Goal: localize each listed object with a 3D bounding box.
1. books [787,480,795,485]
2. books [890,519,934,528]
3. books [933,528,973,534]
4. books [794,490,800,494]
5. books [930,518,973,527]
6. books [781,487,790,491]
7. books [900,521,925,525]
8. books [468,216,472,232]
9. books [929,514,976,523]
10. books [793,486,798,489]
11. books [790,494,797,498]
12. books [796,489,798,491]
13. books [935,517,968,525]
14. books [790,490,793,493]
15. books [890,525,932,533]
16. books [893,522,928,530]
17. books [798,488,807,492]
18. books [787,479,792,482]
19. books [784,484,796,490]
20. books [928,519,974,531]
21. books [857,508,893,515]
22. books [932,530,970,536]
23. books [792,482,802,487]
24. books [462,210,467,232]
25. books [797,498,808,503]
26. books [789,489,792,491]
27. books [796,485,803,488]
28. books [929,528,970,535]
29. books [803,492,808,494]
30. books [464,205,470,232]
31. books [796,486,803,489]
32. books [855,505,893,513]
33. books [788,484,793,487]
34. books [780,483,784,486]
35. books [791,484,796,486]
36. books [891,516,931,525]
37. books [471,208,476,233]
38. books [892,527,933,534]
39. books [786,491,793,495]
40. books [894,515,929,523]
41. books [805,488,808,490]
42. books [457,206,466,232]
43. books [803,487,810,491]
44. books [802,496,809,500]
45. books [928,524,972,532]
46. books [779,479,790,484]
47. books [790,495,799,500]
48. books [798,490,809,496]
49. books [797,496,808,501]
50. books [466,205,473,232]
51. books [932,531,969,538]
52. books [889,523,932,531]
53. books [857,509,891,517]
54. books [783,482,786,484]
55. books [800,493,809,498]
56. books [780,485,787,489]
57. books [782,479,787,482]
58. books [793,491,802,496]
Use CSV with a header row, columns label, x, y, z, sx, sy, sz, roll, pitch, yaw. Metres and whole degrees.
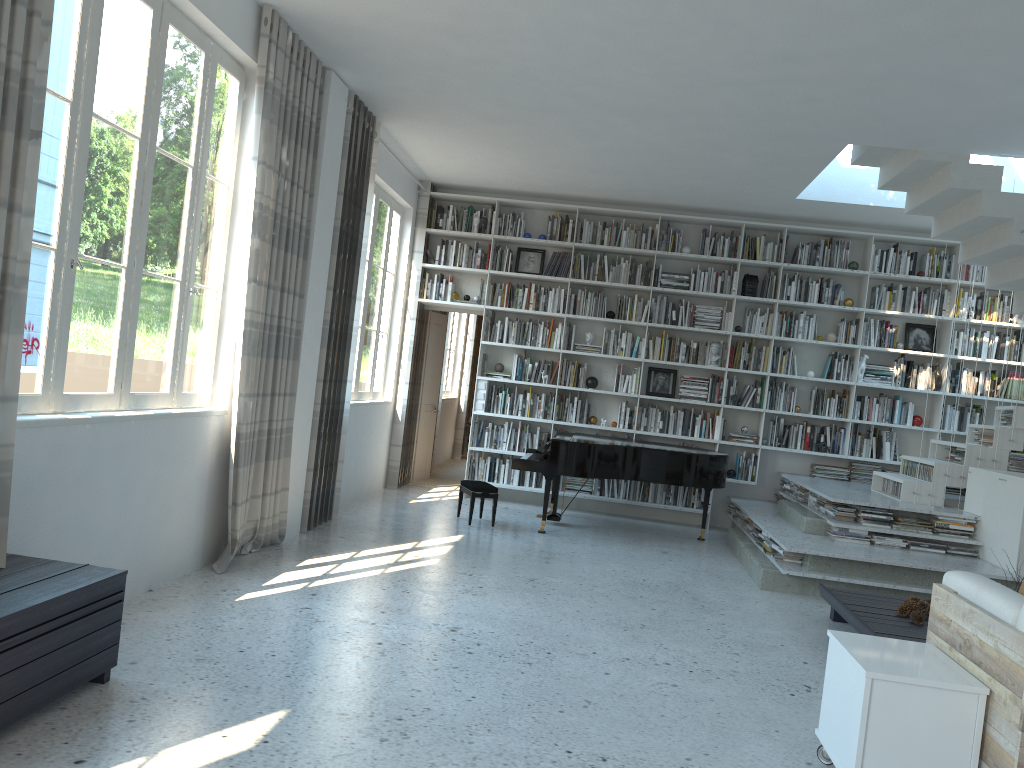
label,x,y,z,sx,sy,sz,roll,pitch,yaw
books,2.815,0.979,8.703,0.163,0.018,0.289,7,0,5
books,3.117,1.091,6.930,0.273,0.014,0.187,7,0,1
books,3.411,1.133,6.901,0.281,0.008,0.181,7,0,11
books,2.780,1.033,8.401,0.154,0.018,0.221,7,0,5
books,3.418,1.079,6.903,0.261,0.012,0.179,7,0,10
books,2.835,1.070,8.994,0.163,0.017,0.232,7,0,8
books,3.121,1.079,6.952,0.179,0.010,0.160,7,0,8
books,-0.433,-1.665,9.390,0.024,0.187,0.159,7,1,6
books,3.422,1.043,6.899,0.285,0.013,0.181,7,0,1
books,2.778,0.994,8.401,0.167,0.008,0.234,7,0,5
books,2.756,1.069,8.404,0.190,0.012,0.235,7,0,4
books,2.786,1.018,8.401,0.150,0.013,0.215,7,0,6
books,3.421,1.062,6.910,0.192,0.024,0.167,7,0,11
books,2.819,1.065,8.704,0.131,0.021,0.240,7,0,8
books,3.114,1.130,6.941,0.287,0.005,0.165,7,0,11
books,3.117,1.105,6.945,0.214,0.015,0.177,7,0,7
books,2.737,0.983,8.117,0.187,0.009,0.261,7,0,5
books,2.808,0.952,8.704,0.171,0.020,0.193,7,0,1
books,2.793,1.019,8.706,0.189,0.030,0.237,7,0,3
books,3.416,1.100,6.912,0.284,0.030,0.177,7,0,7
books,2.850,0.997,6.977,0.228,0.009,0.159,7,0,2
books,3.411,1.157,6.921,0.259,0.009,0.152,7,0,3
books,2.775,0.959,8.402,0.165,0.015,0.243,7,0,1
books,-0.496,-1.708,9.411,0.030,0.257,0.130,7,1,6
books,2.723,1.070,8.119,0.182,0.011,0.253,7,0,10
books,2.808,1.049,8.705,0.152,0.009,0.259,7,0,3
books,2.786,0.974,8.400,0.149,0.013,0.220,7,0,9
books,3.413,1.145,6.926,0.262,0.016,0.132,7,0,1
books,2.743,0.994,8.116,0.161,0.012,0.254,7,0,10
books,-0.473,-1.728,9.394,0.014,0.304,0.145,7,1,6
books,2.784,0.985,8.401,0.160,0.010,0.179,7,0,6
books,2.853,0.985,6.997,0.261,0.016,0.128,7,0,5
books,2.806,1.003,8.704,0.171,0.007,0.206,7,0,8
books,2.834,1.038,8.994,0.179,0.012,0.261,7,0,6
books,2.814,0.994,8.704,0.143,0.012,0.264,7,0,11
books,3.122,1.067,6.946,0.245,0.013,0.172,7,0,5
books,-0.409,-1.706,9.394,0.013,0.275,0.158,7,1,6
books,3.113,1.136,6.941,0.291,0.007,0.174,7,0,9
books,2.798,1.082,8.706,0.173,0.017,0.233,7,0,5
books,3.122,1.055,6.939,0.203,0.011,0.173,7,0,1
books,2.756,0.954,8.114,0.139,0.028,0.261,7,0,11
books,-0.531,-1.724,9.396,0.039,0.283,0.181,7,1,6
books,2.765,0.975,8.114,0.128,0.013,0.296,7,0,4
books,2.755,1.045,8.115,0.138,0.017,0.237,7,0,5
books,3.415,1.122,6.921,0.268,0.014,0.160,7,0,5
books,2.832,0.996,8.994,0.171,0.015,0.252,7,0,1
books,2.759,1.081,8.404,0.183,0.012,0.296,7,0,5
books,2.738,1.008,8.117,0.179,0.017,0.293,7,0,7
books,2.731,1.058,8.118,0.177,0.014,0.247,7,0,4
books,-0.450,-1.731,9.402,0.029,0.314,0.129,7,1,6
books,3.408,1.167,6.911,0.220,0.011,0.177,7,0,4
books,3.117,1.120,6.961,0.293,0.014,0.133,7,0,3
books,2.849,1.011,6.985,0.221,0.018,0.154,7,0,7
books,2.851,1.021,8.992,0.145,0.008,0.298,7,0,5
books,2.745,1.027,8.116,0.159,0.018,0.203,7,0,4
books,2.828,1.052,8.995,0.175,0.017,0.265,7,0,9
books,2.844,0.986,8.993,0.167,0.008,0.234,7,0,5
books,2.766,1.053,8.403,0.164,0.023,0.242,7,0,10
